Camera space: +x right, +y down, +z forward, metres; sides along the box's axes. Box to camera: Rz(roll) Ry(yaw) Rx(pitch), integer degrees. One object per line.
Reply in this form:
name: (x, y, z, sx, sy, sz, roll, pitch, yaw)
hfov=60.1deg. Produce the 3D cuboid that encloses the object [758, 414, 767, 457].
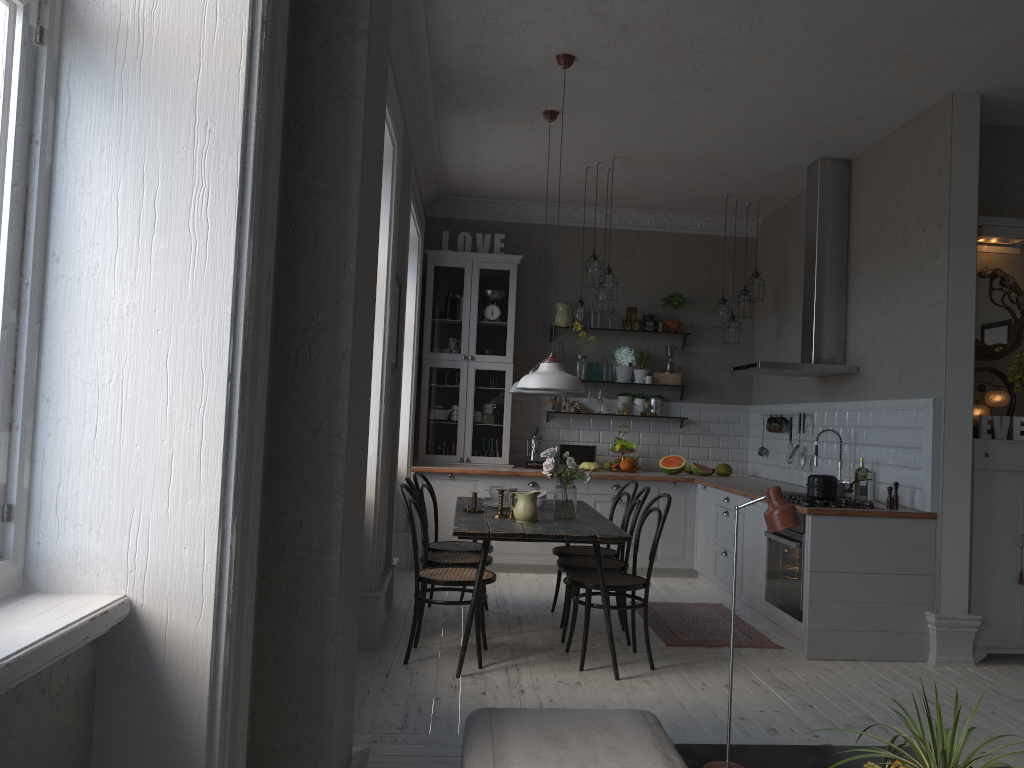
object: (2.235, 0.458, 7.883, 0.077, 0.379, 0.082, 3, -2, -4)

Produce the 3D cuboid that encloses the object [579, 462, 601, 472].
object: (0.693, 0.734, 7.865, 0.197, 0.083, 0.188, 3, -2, -4)

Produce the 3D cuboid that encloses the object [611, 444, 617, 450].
object: (0.947, 0.588, 8.065, 0.097, 0.078, 0.100, 3, -2, -17)

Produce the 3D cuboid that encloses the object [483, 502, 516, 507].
object: (-0.060, 0.753, 5.507, 0.242, 0.027, 0.232, 4, -3, -36)

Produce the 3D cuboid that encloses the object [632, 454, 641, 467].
object: (1.129, 0.700, 8.088, 0.060, 0.120, 0.127, 2, -2, 20)

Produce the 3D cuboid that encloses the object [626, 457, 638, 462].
object: (1.102, 0.692, 8.094, 0.128, 0.056, 0.059, 3, -2, -12)

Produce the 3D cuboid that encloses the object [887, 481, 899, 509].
object: (2.259, 0.656, 5.251, 0.073, 0.167, 0.036, 3, -2, -5)

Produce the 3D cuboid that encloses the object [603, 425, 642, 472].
object: (1.010, 0.588, 8.066, 0.357, 0.425, 0.347, 3, -2, -19)

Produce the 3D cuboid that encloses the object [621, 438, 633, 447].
object: (1.053, 0.545, 8.113, 0.179, 0.096, 0.089, 2, -2, 16)

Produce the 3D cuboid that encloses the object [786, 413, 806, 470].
object: (2.239, 0.448, 6.998, 0.081, 0.443, 0.328, 3, -2, -2)

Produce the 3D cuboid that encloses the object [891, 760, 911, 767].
object: (1.128, 1.116, 2.555, 0.060, 0.062, 0.063, 4, -3, -22)

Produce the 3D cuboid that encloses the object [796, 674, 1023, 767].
object: (1.062, 0.927, 2.163, 0.725, 0.420, 0.669, 2, -2, 14)

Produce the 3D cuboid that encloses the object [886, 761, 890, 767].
object: (1.132, 1.132, 2.625, 0.048, 0.036, 0.061, 2, -2, 7)

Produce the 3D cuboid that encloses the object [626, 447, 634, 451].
object: (1.059, 0.600, 8.049, 0.077, 0.062, 0.098, 4, -3, -31)

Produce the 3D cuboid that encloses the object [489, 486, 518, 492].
object: (-0.057, 0.689, 5.509, 0.181, 0.094, 0.178, 3, -2, -13)

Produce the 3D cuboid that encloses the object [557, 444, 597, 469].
object: (0.589, 0.666, 8.061, 0.353, 0.226, 0.088, 3, -2, -5)

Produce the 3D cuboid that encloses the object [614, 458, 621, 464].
object: (0.989, 0.717, 8.132, 0.078, 0.076, 0.156, 2, -2, 23)

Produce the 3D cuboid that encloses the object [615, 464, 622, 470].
object: (0.945, 0.759, 8.053, 0.071, 0.076, 0.226, 3, -2, -21)

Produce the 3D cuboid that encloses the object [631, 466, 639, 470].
object: (1.106, 0.763, 8.011, 0.088, 0.051, 0.069, 0, -3, 44)

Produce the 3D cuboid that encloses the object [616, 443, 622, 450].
object: (0.966, 0.570, 7.993, 0.058, 0.069, 0.079, 2, -2, 16)

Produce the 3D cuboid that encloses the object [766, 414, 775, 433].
object: (2.247, 0.340, 7.628, 0.108, 0.161, 0.137, 2, -2, 8)

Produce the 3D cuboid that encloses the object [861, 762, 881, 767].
object: (1.049, 1.125, 2.564, 0.064, 0.039, 0.066, 2, -2, 2)

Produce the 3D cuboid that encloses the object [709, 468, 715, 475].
object: (1.784, 0.798, 8.082, 0.204, 0.073, 0.117, 5, -3, -41)

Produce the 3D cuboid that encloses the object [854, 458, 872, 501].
object: (2.298, 0.624, 5.787, 0.090, 0.282, 0.081, 3, -2, -4)

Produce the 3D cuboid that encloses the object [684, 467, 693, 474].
object: (1.661, 0.799, 8.168, 0.198, 0.067, 0.103, 2, -2, 2)

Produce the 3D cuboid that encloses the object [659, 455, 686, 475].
object: (1.437, 0.727, 7.929, 0.233, 0.174, 0.220, 2, -2, 18)

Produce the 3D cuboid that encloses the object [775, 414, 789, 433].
object: (2.250, 0.330, 7.372, 0.107, 0.161, 0.138, 2, -2, 13)

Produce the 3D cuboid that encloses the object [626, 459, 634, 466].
object: (1.059, 0.715, 8.016, 0.087, 0.078, 0.089, 2, -3, 22)

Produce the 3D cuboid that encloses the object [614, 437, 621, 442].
object: (0.963, 0.507, 8.043, 0.074, 0.058, 0.050, 4, -3, -27)

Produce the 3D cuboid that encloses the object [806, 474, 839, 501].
object: (1.855, 0.619, 5.299, 0.193, 0.147, 0.190, 4, -3, -24)

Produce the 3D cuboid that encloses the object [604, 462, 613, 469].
object: (0.890, 0.744, 8.069, 0.075, 0.072, 0.154, 1, -3, 26)

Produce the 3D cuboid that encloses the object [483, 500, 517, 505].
object: (-0.060, 0.745, 5.507, 0.234, 0.027, 0.240, 2, -2, 19)

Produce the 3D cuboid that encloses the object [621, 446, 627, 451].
object: (1.005, 0.595, 8.011, 0.064, 0.061, 0.066, 3, -2, -4)

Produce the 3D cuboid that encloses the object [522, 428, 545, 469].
object: (0.208, 0.573, 7.943, 0.206, 0.370, 0.352, 3, -2, -3)

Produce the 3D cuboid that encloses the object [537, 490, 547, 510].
object: (0.156, 0.728, 5.570, 0.123, 0.119, 0.128, 2, -2, 12)

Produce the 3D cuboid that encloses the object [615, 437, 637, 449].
object: (1.028, 0.531, 8.044, 0.210, 0.101, 0.067, 2, -2, 2)

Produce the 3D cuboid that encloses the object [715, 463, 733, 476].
object: (1.924, 0.780, 8.046, 0.208, 0.119, 0.129, 5, -3, -41)

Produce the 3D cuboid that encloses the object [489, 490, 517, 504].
object: (-0.058, 0.709, 5.508, 0.181, 0.094, 0.178, 3, -2, -13)

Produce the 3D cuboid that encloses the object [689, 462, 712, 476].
object: (1.696, 0.761, 7.901, 0.227, 0.127, 0.146, 3, -2, -21)

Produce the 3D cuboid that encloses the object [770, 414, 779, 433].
object: (2.254, 0.335, 7.500, 0.108, 0.161, 0.136, 3, -2, -2)

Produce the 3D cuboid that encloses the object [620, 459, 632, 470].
object: (1.022, 0.722, 7.937, 0.115, 0.111, 0.109, 4, -3, -37)

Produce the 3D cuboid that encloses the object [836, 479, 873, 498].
object: (2.112, 0.648, 5.549, 0.298, 0.134, 0.178, 1, -3, 30)

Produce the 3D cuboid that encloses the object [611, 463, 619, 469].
object: (0.932, 0.748, 8.036, 0.084, 0.057, 0.089, 1, -3, 28)

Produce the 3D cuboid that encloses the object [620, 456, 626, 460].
object: (1.021, 0.708, 8.128, 0.086, 0.093, 0.086, 3, -2, -8)

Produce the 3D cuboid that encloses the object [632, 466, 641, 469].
object: (1.084, 0.758, 8.131, 0.213, 0.044, 0.055, 1, -3, 34)
